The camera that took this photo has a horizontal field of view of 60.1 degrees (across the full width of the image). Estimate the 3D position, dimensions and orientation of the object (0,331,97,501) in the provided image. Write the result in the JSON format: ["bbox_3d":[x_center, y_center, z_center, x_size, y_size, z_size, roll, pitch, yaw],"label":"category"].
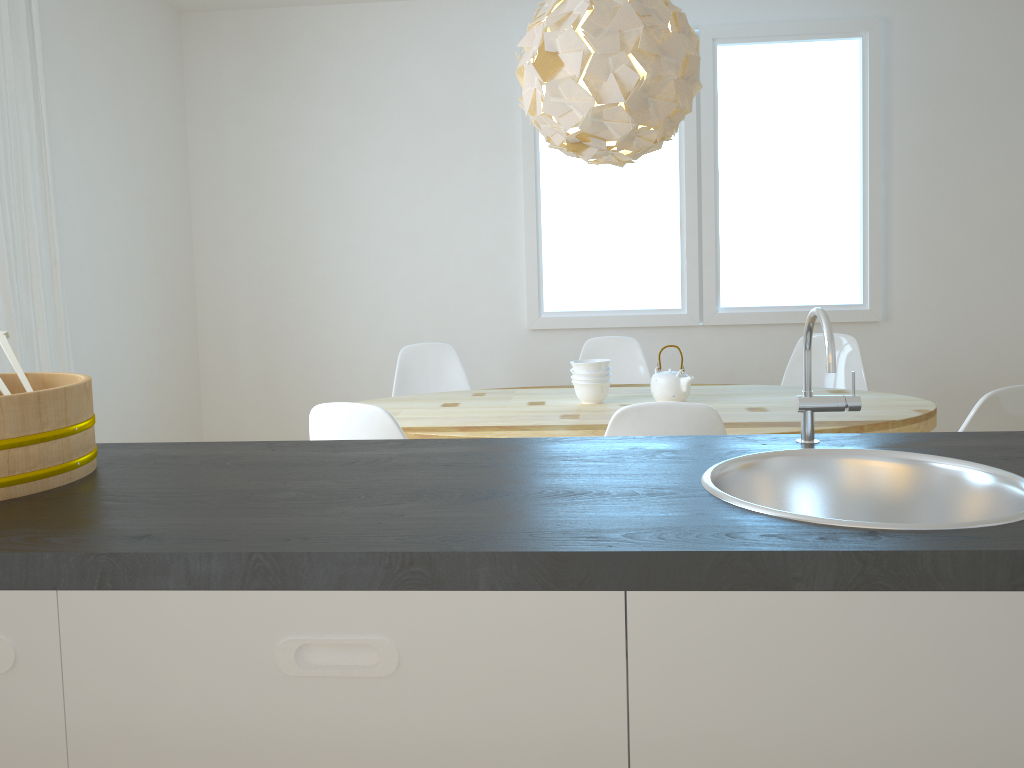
[{"bbox_3d":[-0.836,0.035,1.297,0.430,0.213,0.380,3,8,33],"label":"object"}]

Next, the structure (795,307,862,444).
[{"bbox_3d":[0.488,-0.008,1.323,0.097,0.214,0.163,-1,5,5],"label":"structure"}]

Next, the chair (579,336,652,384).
[{"bbox_3d":[0.463,0.254,3.973,0.430,0.897,0.526,-1,5,5],"label":"chair"}]

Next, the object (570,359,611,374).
[{"bbox_3d":[0.292,-0.046,3.295,0.152,0.086,0.152,3,8,33],"label":"object"}]

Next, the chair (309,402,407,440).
[{"bbox_3d":[-0.305,0.462,2.557,0.430,0.897,0.525,0,5,25],"label":"chair"}]

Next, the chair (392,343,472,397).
[{"bbox_3d":[-0.297,0.284,3.913,0.430,0.897,0.525,-3,5,-20],"label":"chair"}]

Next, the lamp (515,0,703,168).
[{"bbox_3d":[0.327,-1.314,3.054,0.639,1.130,0.650,-1,5,4],"label":"lamp"}]

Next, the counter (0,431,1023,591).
[{"bbox_3d":[0.138,0.148,1.187,2.400,0.040,0.604,-1,7,5],"label":"counter"}]

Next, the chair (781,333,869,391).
[{"bbox_3d":[1.304,0.248,3.837,0.430,0.897,0.525,1,6,35],"label":"chair"}]

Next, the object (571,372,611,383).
[{"bbox_3d":[0.296,0.006,3.299,0.152,0.092,0.152,5,9,44],"label":"object"}]

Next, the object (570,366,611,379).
[{"bbox_3d":[0.294,-0.018,3.294,0.152,0.095,0.151,1,7,21],"label":"object"}]

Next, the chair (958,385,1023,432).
[{"bbox_3d":[1.188,0.424,2.516,0.430,0.897,0.525,-4,5,-25],"label":"chair"}]

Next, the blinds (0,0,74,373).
[{"bbox_3d":[-1.859,-0.822,3.237,0.150,2.150,0.798,-1,4,5],"label":"blinds"}]

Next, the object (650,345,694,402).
[{"bbox_3d":[0.583,-0.037,3.249,0.147,0.210,0.178,-1,5,4],"label":"object"}]

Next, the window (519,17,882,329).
[{"bbox_3d":[0.909,-0.703,3.544,1.879,2.043,2.564,-1,6,5],"label":"window"}]

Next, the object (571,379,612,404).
[{"bbox_3d":[0.299,0.028,3.303,0.152,0.082,0.152,5,9,44],"label":"object"}]

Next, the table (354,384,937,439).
[{"bbox_3d":[0.394,0.440,3.230,2.189,0.722,1.201,-1,7,3],"label":"table"}]

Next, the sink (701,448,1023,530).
[{"bbox_3d":[0.450,0.199,1.131,0.405,0.156,0.405,-8,10,-43],"label":"sink"}]
